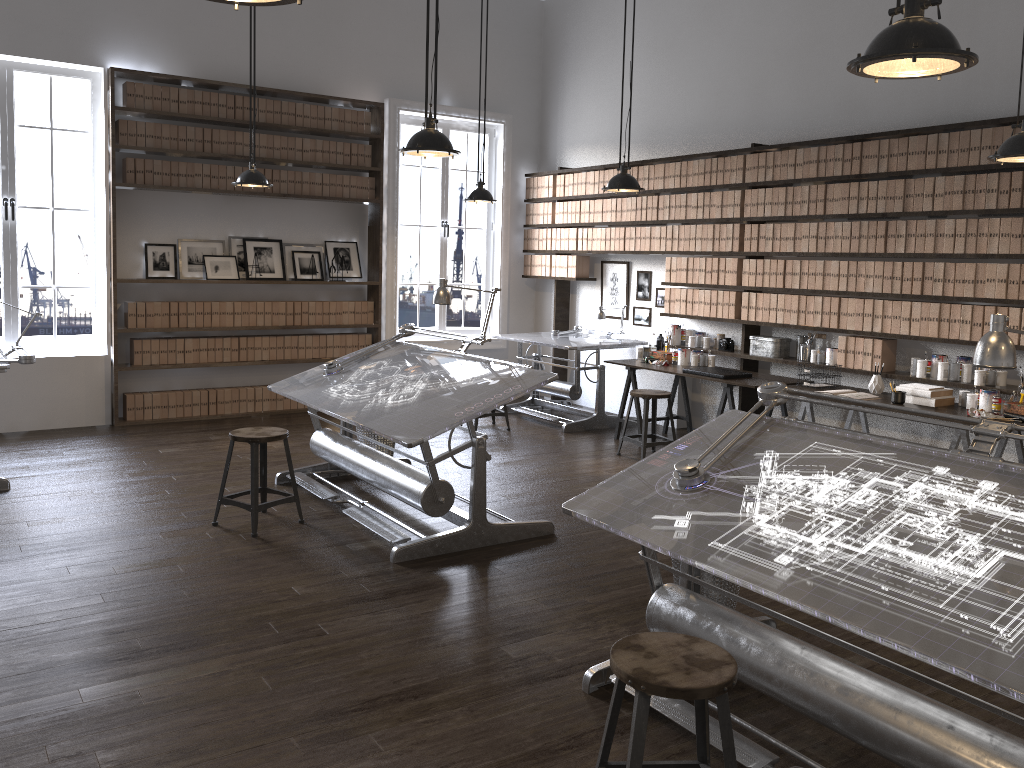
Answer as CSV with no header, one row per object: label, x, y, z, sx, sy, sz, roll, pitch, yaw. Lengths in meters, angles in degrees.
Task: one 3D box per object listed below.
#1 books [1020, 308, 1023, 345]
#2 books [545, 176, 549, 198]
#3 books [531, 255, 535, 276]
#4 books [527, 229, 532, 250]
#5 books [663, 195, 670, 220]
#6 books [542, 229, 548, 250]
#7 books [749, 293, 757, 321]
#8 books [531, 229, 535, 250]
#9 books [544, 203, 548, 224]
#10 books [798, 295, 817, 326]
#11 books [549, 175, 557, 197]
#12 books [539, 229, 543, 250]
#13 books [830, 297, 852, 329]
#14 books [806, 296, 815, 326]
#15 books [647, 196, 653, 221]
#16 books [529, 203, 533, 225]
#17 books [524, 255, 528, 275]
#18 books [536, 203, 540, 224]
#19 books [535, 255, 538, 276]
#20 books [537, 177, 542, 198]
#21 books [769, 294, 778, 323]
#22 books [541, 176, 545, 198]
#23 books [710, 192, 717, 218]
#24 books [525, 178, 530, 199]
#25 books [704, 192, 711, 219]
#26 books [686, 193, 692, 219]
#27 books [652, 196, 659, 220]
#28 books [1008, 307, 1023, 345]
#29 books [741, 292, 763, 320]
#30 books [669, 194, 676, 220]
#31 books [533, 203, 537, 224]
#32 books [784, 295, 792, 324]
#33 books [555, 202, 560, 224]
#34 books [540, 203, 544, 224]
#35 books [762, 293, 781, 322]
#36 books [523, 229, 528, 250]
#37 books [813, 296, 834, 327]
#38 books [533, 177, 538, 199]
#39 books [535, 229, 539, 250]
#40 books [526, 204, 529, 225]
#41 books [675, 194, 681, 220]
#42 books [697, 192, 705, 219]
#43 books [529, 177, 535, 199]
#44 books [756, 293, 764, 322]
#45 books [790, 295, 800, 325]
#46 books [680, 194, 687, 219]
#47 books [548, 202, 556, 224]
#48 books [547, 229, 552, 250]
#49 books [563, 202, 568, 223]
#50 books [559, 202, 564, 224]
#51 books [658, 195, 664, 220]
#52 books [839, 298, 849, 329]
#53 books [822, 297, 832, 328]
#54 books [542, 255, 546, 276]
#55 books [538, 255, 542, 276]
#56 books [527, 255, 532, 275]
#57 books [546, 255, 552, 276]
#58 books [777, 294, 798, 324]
books,3.149,-0.344,5.338,0.175,0.224,0.067,-3,7,-34
books,0.435,-2.076,9.345,0.175,0.225,0.067,-3,7,-34
books,0.301,-1.283,9.593,0.175,0.224,0.067,-3,7,-34
books,0.259,-1.569,9.641,0.175,0.224,0.067,-3,7,-34
books,1.435,-1.559,7.863,0.174,0.224,0.067,-3,7,-34
books,0.415,-1.531,9.400,0.175,0.225,0.067,-3,7,-34
books,1.981,-0.618,7.085,0.174,0.224,0.067,-3,7,-34
books,0.299,-1.560,9.582,0.174,0.224,0.067,-3,7,-34
books,0.428,-1.802,9.376,0.175,0.224,0.067,-3,7,-34
books,2.249,-0.556,6.690,0.175,0.224,0.067,-3,7,-34
books,0.476,-2.067,9.286,0.175,0.224,0.067,-3,7,-34
books,0.378,-1.541,9.465,0.175,0.224,0.067,-3,7,-34
books,2.404,-0.518,6.448,0.175,0.225,0.067,-3,7,-34
books,2.288,-0.546,6.631,0.174,0.224,0.067,-3,7,-34
books,1.317,-1.588,8.048,0.175,0.224,0.067,-3,7,-34
books,0.275,-1.837,9.597,0.175,0.225,0.067,-3,7,-34
books,0.218,-1.302,9.717,0.175,0.224,0.067,-3,7,-34
books,0.353,-1.820,9.487,0.175,0.224,0.067,-3,7,-34
books,0.335,-1.274,9.538,0.175,0.224,0.067,-3,7,-34
books,0.362,-2.095,9.464,0.174,0.224,0.067,-3,7,-34
books,2.095,-0.590,6.910,0.175,0.225,0.067,-3,7,-34
books,0.399,-2.086,9.406,0.175,0.224,0.067,-3,7,-34
books,1.744,-1.488,7.409,0.174,0.224,0.067,-3,7,-34
books,0.237,-2.122,9.638,0.175,0.225,0.067,-3,7,-34
books,1.704,-1.497,7.466,0.175,0.224,0.067,-3,7,-34
books,1.590,-1.524,7.636,0.175,0.224,0.067,-3,7,-34
books,1.353,-1.578,7.983,0.175,0.225,0.067,-3,7,-34
books,3.104,-0.354,5.401,0.175,0.225,0.067,-3,7,-34
books,1.938,-0.627,7.143,0.175,0.224,0.067,-3,7,-34
books,1.477,-1.550,7.806,0.174,0.224,0.067,-3,7,-34
books,0.317,-1.828,9.538,0.175,0.224,0.067,-3,7,-34
books,2.173,-0.573,6.800,0.175,0.224,0.067,-3,7,-34
books,0.540,-1.770,9.204,0.174,0.224,0.067,-3,7,-34
books,0.386,-1.811,9.429,0.175,0.225,0.067,-3,7,-34
books,2.060,-0.600,6.971,0.175,0.224,0.067,-3,7,-34
books,0.217,-1.577,9.694,0.175,0.225,0.067,-3,7,-34
books,2.324,-0.537,6.570,0.174,0.224,0.067,-3,7,-34
books,0.320,-2.104,9.520,0.174,0.224,0.067,-3,7,-34
books,0.334,-1.550,9.521,0.174,0.224,0.067,-3,7,-34
books,0.239,-1.846,9.657,0.175,0.224,0.067,-3,7,-34
books,1.516,-1.541,7.748,0.175,0.224,0.067,-3,7,-34
books,1.662,-1.506,7.522,0.175,0.225,0.067,-3,7,-34
books,0.277,-2.113,9.578,0.175,0.224,0.067,-3,7,-34
books,2.023,-0.609,7.029,0.174,0.224,0.067,-3,7,-34
books,2.206,-0.564,6.742,0.175,0.225,0.067,-3,7,-34
books,1.549,-1.532,7.689,0.175,0.225,0.067,-3,7,-34
books,0.467,-1.793,9.317,0.174,0.224,0.067,-3,7,-34
books,0.460,-1.522,9.342,0.175,0.224,0.067,-3,7,-34
books,0.617,-1.751,9.083,0.175,0.225,0.067,-3,7,-34
books,0.577,-1.760,9.143,0.175,0.224,0.067,-3,7,-34
books,1.399,-1.569,7.924,0.175,0.224,0.067,-3,7,-34
books,2.449,-0.509,6.390,0.175,0.224,0.067,-3,7,-34
books,2.367,-0.528,6.514,0.175,0.224,0.067,-3,7,-34
books,0.406,-1.256,9.423,0.175,0.224,0.067,-3,7,-34
books,0.366,-1.266,9.483,0.175,0.225,0.067,-3,7,-34
books,0.255,-1.292,9.651,0.175,0.225,0.067,-3,7,-34
books,0.449,-1.247,9.365,0.174,0.224,0.067,-3,7,-34
books,2.137,-0.581,6.851,0.175,0.224,0.067,-3,7,-34
